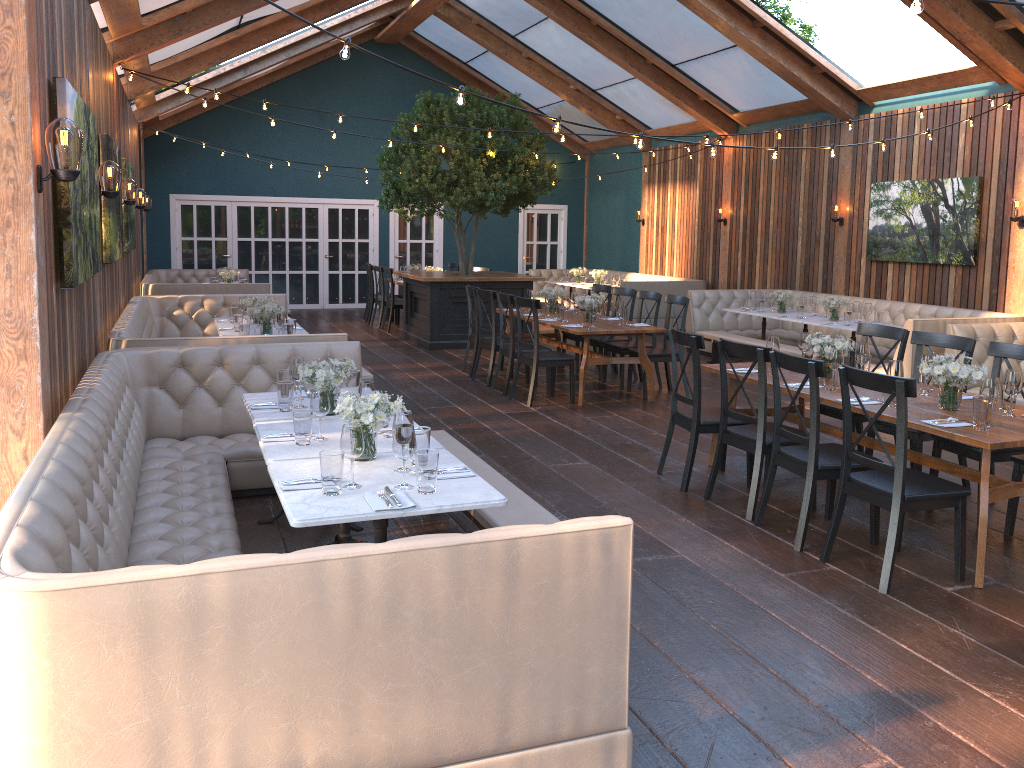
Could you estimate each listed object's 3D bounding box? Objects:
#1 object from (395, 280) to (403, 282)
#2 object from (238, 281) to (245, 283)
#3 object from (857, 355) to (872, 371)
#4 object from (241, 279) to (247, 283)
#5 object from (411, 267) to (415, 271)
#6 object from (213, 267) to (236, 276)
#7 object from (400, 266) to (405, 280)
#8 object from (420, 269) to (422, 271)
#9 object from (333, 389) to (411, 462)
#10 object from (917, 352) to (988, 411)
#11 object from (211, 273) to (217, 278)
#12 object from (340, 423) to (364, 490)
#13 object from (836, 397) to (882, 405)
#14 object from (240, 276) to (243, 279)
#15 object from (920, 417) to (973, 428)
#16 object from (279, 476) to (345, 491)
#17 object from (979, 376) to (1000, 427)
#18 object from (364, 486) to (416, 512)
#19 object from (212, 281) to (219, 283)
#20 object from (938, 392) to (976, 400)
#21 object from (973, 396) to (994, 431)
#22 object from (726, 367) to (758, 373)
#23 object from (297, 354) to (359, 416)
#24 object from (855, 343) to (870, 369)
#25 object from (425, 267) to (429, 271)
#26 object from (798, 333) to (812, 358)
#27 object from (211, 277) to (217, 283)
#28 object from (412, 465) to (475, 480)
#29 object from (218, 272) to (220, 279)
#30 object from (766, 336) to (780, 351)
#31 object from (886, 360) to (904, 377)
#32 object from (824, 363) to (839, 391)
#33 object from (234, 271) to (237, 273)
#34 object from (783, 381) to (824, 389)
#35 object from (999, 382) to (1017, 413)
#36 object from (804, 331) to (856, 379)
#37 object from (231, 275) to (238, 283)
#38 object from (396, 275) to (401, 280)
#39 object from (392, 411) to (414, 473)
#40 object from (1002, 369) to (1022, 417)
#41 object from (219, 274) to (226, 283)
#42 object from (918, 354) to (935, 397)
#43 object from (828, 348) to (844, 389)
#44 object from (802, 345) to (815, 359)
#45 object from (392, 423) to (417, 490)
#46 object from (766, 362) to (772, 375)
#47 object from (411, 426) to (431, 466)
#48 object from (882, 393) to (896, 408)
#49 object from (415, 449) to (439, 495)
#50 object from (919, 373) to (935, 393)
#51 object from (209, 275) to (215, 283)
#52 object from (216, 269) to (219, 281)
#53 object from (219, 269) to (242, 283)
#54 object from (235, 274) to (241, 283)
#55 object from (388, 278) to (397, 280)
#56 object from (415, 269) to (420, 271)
[{"bbox_3d":[-1.923,-1.797,15.405,0.255,0.019,0.159,-3,11,-20],"label":"object"},{"bbox_3d":[-4.030,-1.457,13.190,0.092,0.157,0.092,-4,9,-34],"label":"object"},{"bbox_3d":[2.315,-0.115,5.831,0.092,0.157,0.092,2,7,6],"label":"object"},{"bbox_3d":[-4.118,-1.529,13.592,0.092,0.157,0.092,-4,9,-34],"label":"object"},{"bbox_3d":[-1.720,-1.901,15.370,0.092,0.243,0.093,4,7,21],"label":"object"},{"bbox_3d":[-4.712,-1.785,14.561,0.330,0.307,0.338,7,10,34],"label":"object"},{"bbox_3d":[-1.968,-1.996,15.887,0.092,0.243,0.093,4,7,21],"label":"object"},{"bbox_3d":[-1.697,-2.037,16.151,0.092,0.243,0.093,4,7,21],"label":"object"},{"bbox_3d":[-0.633,0.168,3.827,0.338,0.307,0.330,9,11,43],"label":"object"},{"bbox_3d":[2.400,-0.013,4.824,0.337,0.307,0.330,7,10,36],"label":"object"},{"bbox_3d":[-5.051,-1.792,15.000,0.092,0.157,0.092,-4,9,-34],"label":"object"},{"bbox_3d":[-0.613,0.276,3.396,0.092,0.243,0.093,4,7,21],"label":"object"},{"bbox_3d":[1.983,0.092,5.017,0.255,0.019,0.159,-3,11,-20],"label":"object"},{"bbox_3d":[-4.385,-1.657,14.295,0.092,0.157,0.092,-4,9,-34],"label":"object"},{"bbox_3d":[2.219,0.191,4.480,0.255,0.019,0.159,-3,11,-20],"label":"object"},{"bbox_3d":[-0.776,0.378,3.447,0.255,0.019,0.159,-3,11,-20],"label":"object"},{"bbox_3d":[2.391,0.088,4.437,0.092,0.243,0.093,4,7,21],"label":"object"},{"bbox_3d":[-0.455,0.417,3.255,0.157,0.019,0.257,-3,11,-20],"label":"object"},{"bbox_3d":[-4.402,-1.456,13.147,0.092,0.157,0.092,-4,9,-34],"label":"object"},{"bbox_3d":[2.632,0.067,5.223,0.255,0.019,0.159,-3,11,-20],"label":"object"},{"bbox_3d":[2.309,0.146,4.346,0.092,0.157,0.092,2,7,6],"label":"object"},{"bbox_3d":[1.613,-0.099,6.070,0.255,0.019,0.159,-3,11,-20],"label":"object"},{"bbox_3d":[-0.988,0.007,4.706,0.329,0.307,0.339,1,8,1],"label":"object"},{"bbox_3d":[2.262,-0.139,5.718,0.092,0.243,0.093,4,7,21],"label":"object"},{"bbox_3d":[-1.482,-1.935,15.592,0.092,0.243,0.093,4,7,21],"label":"object"},{"bbox_3d":[2.075,-0.240,6.274,0.092,0.243,0.093,4,8,27],"label":"object"},{"bbox_3d":[-4.682,-1.591,13.886,0.092,0.157,0.092,-4,9,-34],"label":"object"},{"bbox_3d":[-0.288,0.358,3.607,0.255,0.019,0.159,-3,11,-20],"label":"object"},{"bbox_3d":[-4.597,-1.648,13.976,0.092,0.243,0.093,4,8,27],"label":"object"},{"bbox_3d":[1.774,-0.201,6.025,0.092,0.243,0.093,4,8,27],"label":"object"},{"bbox_3d":[2.147,-0.009,4.965,0.092,0.243,0.093,4,7,21],"label":"object"},{"bbox_3d":[1.938,-0.040,5.379,0.092,0.157,0.092,2,7,6],"label":"object"},{"bbox_3d":[-4.448,-1.680,14.171,0.092,0.243,0.093,4,8,27],"label":"object"},{"bbox_3d":[1.835,0.004,5.518,0.255,0.019,0.159,-3,11,-20],"label":"object"},{"bbox_3d":[2.683,0.074,4.789,0.092,0.157,0.092,2,7,6],"label":"object"},{"bbox_3d":[2.077,-0.193,5.820,0.329,0.307,0.339,3,8,14],"label":"object"},{"bbox_3d":[-4.156,-1.513,13.251,0.092,0.243,0.093,4,8,27],"label":"object"},{"bbox_3d":[-2.028,-1.938,15.800,0.092,0.157,0.092,2,7,6],"label":"object"},{"bbox_3d":[-0.447,0.237,3.635,0.092,0.243,0.093,4,7,21],"label":"object"},{"bbox_3d":[2.645,0.049,4.683,0.092,0.243,0.093,4,7,21],"label":"object"},{"bbox_3d":[-4.335,-1.518,13.259,0.092,0.243,0.093,4,8,27],"label":"object"},{"bbox_3d":[2.459,-0.053,5.246,0.092,0.243,0.093,4,7,21],"label":"object"},{"bbox_3d":[1.998,-0.098,5.466,0.092,0.243,0.093,4,7,21],"label":"object"},{"bbox_3d":[2.139,-0.216,6.392,0.092,0.157,0.092,3,7,16],"label":"object"},{"bbox_3d":[-0.414,0.279,3.403,0.092,0.243,0.093,4,7,21],"label":"object"},{"bbox_3d":[1.720,-0.141,5.922,0.092,0.157,0.092,4,8,25],"label":"object"},{"bbox_3d":[-0.389,0.265,3.731,0.092,0.157,0.092,-4,9,-34],"label":"object"},{"bbox_3d":[2.087,0.048,4.878,0.092,0.157,0.092,2,7,6],"label":"object"},{"bbox_3d":[-0.323,0.333,3.349,0.092,0.157,0.092,-4,9,-34],"label":"object"},{"bbox_3d":[2.512,-0.028,5.355,0.092,0.157,0.092,2,7,6],"label":"object"},{"bbox_3d":[-4.947,-1.722,14.611,0.092,0.157,0.092,-4,9,-34],"label":"object"},{"bbox_3d":[-4.882,-1.784,14.722,0.092,0.243,0.093,4,7,21],"label":"object"},{"bbox_3d":[-4.406,-1.645,13.792,0.336,0.307,0.331,4,9,21],"label":"object"},{"bbox_3d":[-4.184,-1.556,13.493,0.092,0.243,0.093,4,8,27],"label":"object"},{"bbox_3d":[-2.131,-1.894,15.938,0.255,0.019,0.159,-3,11,-20],"label":"object"},{"bbox_3d":[-1.586,-1.801,14.814,0.092,0.243,0.093,4,8,27],"label":"object"}]
